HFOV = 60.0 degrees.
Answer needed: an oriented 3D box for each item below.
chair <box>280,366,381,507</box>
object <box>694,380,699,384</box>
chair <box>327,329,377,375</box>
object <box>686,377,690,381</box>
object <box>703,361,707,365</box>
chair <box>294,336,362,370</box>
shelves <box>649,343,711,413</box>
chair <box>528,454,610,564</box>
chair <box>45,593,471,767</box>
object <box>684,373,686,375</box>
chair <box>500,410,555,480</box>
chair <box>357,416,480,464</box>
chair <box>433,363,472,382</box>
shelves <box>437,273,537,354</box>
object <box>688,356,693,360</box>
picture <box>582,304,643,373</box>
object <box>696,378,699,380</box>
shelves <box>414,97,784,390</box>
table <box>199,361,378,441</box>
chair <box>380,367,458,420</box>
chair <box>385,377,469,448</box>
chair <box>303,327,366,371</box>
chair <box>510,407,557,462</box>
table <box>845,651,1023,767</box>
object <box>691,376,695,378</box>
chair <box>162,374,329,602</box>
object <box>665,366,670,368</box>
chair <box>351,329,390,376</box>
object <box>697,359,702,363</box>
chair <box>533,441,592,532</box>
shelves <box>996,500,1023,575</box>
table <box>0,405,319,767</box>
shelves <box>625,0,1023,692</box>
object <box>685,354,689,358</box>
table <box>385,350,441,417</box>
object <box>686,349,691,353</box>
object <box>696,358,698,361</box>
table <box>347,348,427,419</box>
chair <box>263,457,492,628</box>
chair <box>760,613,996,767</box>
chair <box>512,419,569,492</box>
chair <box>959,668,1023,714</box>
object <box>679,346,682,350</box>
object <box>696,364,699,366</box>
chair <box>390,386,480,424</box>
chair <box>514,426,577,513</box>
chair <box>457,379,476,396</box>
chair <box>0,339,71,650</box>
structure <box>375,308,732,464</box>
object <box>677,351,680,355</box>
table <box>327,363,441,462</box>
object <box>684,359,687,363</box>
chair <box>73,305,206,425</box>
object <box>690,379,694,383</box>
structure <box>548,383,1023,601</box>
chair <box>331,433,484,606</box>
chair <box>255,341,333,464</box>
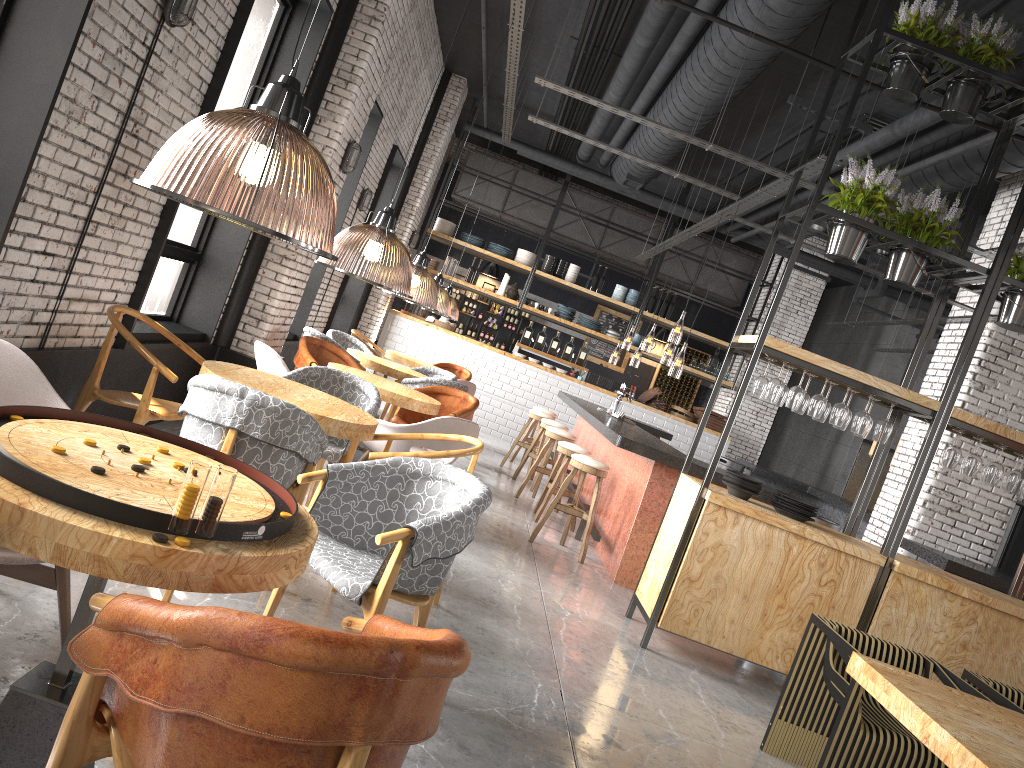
[{"bbox_3d":[-1.182,0.377,5.380,0.682,0.928,0.643,21,2,7],"label":"chair"},{"bbox_3d":[3.713,-0.031,17.825,0.079,0.079,0.284,21,2,-2],"label":"object"},{"bbox_3d":[-1.904,-0.084,9.797,0.646,0.928,0.679,22,2,42],"label":"chair"},{"bbox_3d":[3.536,-0.098,17.818,0.079,0.079,0.284,21,2,-2],"label":"object"},{"bbox_3d":[3.862,-0.423,17.793,0.079,0.079,0.284,21,2,-2],"label":"object"},{"bbox_3d":[-1.646,0.113,7.469,0.646,0.928,0.679,22,2,40],"label":"chair"},{"bbox_3d":[3.194,0.265,17.886,0.889,2.147,0.251,21,1,-2],"label":"shelves"},{"bbox_3d":[0.539,0.993,7.219,0.479,0.805,0.440,19,2,-43],"label":"chair"},{"bbox_3d":[-0.499,0.795,1.649,0.679,0.928,0.646,19,2,-40],"label":"chair"},{"bbox_3d":[3.485,-0.229,17.813,0.079,0.079,0.284,21,2,-2],"label":"object"},{"bbox_3d":[0.255,0.730,10.868,0.479,0.805,0.440,20,2,-28],"label":"chair"},{"bbox_3d":[-0.715,0.542,6.488,0.768,0.850,0.805,19,2,-43],"label":"chair"},{"bbox_3d":[-0.939,0.175,12.297,0.683,0.928,0.642,21,2,20],"label":"chair"},{"bbox_3d":[-0.580,-1.272,17.786,1.760,1.481,0.157,21,1,-2],"label":"shelves"},{"bbox_3d":[3.597,-0.525,17.822,0.079,0.079,0.284,21,2,-2],"label":"object"},{"bbox_3d":[2.008,-0.914,18.035,0.980,1.142,0.021,21,1,-2],"label":"picture"},{"bbox_3d":[3.750,-0.129,17.814,0.079,0.079,0.284,21,2,-2],"label":"object"},{"bbox_3d":[1.538,-2.346,14.817,5.675,3.065,0.598,21,1,-2],"label":"shelves"},{"bbox_3d":[-1.276,0.422,4.597,0.929,0.809,0.936,19,3,-45],"label":"table"},{"bbox_3d":[-1.005,0.252,9.900,0.684,0.928,0.641,22,2,42],"label":"chair"},{"bbox_3d":[-0.861,0.350,8.891,0.646,0.928,0.679,22,2,42],"label":"chair"},{"bbox_3d":[-1.956,-0.061,8.797,0.684,0.928,0.641,22,2,42],"label":"chair"},{"bbox_3d":[0.268,0.695,11.827,0.437,0.805,0.482,20,2,-33],"label":"chair"},{"bbox_3d":[1.737,1.650,3.149,0.996,0.763,1.001,21,2,-2],"label":"table"},{"bbox_3d":[3.661,-0.163,17.835,0.079,0.079,0.284,21,2,-2],"label":"object"},{"bbox_3d":[-1.232,0.427,3.768,0.681,0.928,0.644,21,2,-3],"label":"chair"},{"bbox_3d":[3.133,-0.361,17.780,0.079,0.079,0.284,21,2,-2],"label":"object"},{"bbox_3d":[-2.041,-0.214,11.735,0.644,0.920,0.612,21,2,5],"label":"chair"},{"bbox_3d":[3.774,-0.457,17.804,0.079,0.079,0.284,21,2,-2],"label":"object"},{"bbox_3d":[0.457,0.944,8.385,0.479,0.805,0.440,20,2,-23],"label":"chair"},{"bbox_3d":[6.948,0.762,9.107,1.003,4.365,6.152,21,2,-2],"label":"shelves"},{"bbox_3d":[-1.038,0.528,2.184,0.935,0.973,0.929,22,2,40],"label":"table"},{"bbox_3d":[3.368,-0.115,5.652,3.658,5.017,0.690,21,1,-2],"label":"shelves"},{"bbox_3d":[3.508,-0.558,17.818,0.079,0.079,0.284,21,2,-2],"label":"object"},{"bbox_3d":[-1.348,0.094,11.671,0.935,0.809,0.929,22,2,40],"label":"table"},{"bbox_3d":[3.546,-0.655,17.801,0.079,0.079,0.284,21,2,-2],"label":"object"},{"bbox_3d":[3.685,-0.491,17.809,0.079,0.079,0.284,21,2,-2],"label":"object"},{"bbox_3d":[-1.415,0.171,9.264,0.929,0.809,0.936,19,3,-45],"label":"table"},{"bbox_3d":[-0.473,0.734,3.304,0.641,0.928,0.684,19,2,-43],"label":"chair"},{"bbox_3d":[1.663,1.600,4.077,0.657,0.730,0.639,21,2,-1],"label":"chair"},{"bbox_3d":[0.334,0.792,10.132,0.440,0.805,0.479,22,2,37],"label":"chair"},{"bbox_3d":[2.433,1.890,4.121,0.657,0.730,0.639,21,2,0],"label":"chair"},{"bbox_3d":[3.369,-0.722,17.794,0.079,0.079,0.284,21,2,-2],"label":"object"},{"bbox_3d":[3.736,-0.359,17.815,0.079,0.079,0.284,21,2,-2],"label":"object"},{"bbox_3d":[-0.672,0.476,7.600,0.683,0.928,0.642,22,2,35],"label":"chair"},{"bbox_3d":[0.335,0.833,9.176,0.437,0.805,0.482,20,2,-28],"label":"chair"},{"bbox_3d":[-0.929,0.261,11.197,0.768,0.850,0.805,19,2,-43],"label":"chair"},{"bbox_3d":[-1.675,0.338,2.749,0.805,0.850,0.768,22,2,37],"label":"chair"},{"bbox_3d":[0.541,0.423,14.807,5.798,1.345,1.512,21,2,-2],"label":"structure"},{"bbox_3d":[3.333,-0.623,17.777,0.079,0.079,0.284,21,2,-2],"label":"object"},{"bbox_3d":[-1.135,0.375,6.962,0.929,0.809,0.936,19,3,-45],"label":"table"},{"bbox_3d":[3.472,-0.458,17.786,0.079,0.079,0.284,21,2,-2],"label":"object"},{"bbox_3d":[-2.014,0.096,4.685,0.644,0.920,0.612,21,2,5],"label":"chair"},{"bbox_3d":[3.624,-0.065,17.837,0.079,0.079,0.284,21,2,-2],"label":"object"},{"bbox_3d":[2.638,1.324,9.783,4.309,1.533,5.881,21,2,-2],"label":"structure"},{"bbox_3d":[-0.534,0.658,4.651,0.643,0.920,0.613,20,2,-10],"label":"chair"},{"bbox_3d":[-1.620,0.201,6.457,0.799,0.850,0.774,19,2,-43],"label":"chair"}]
